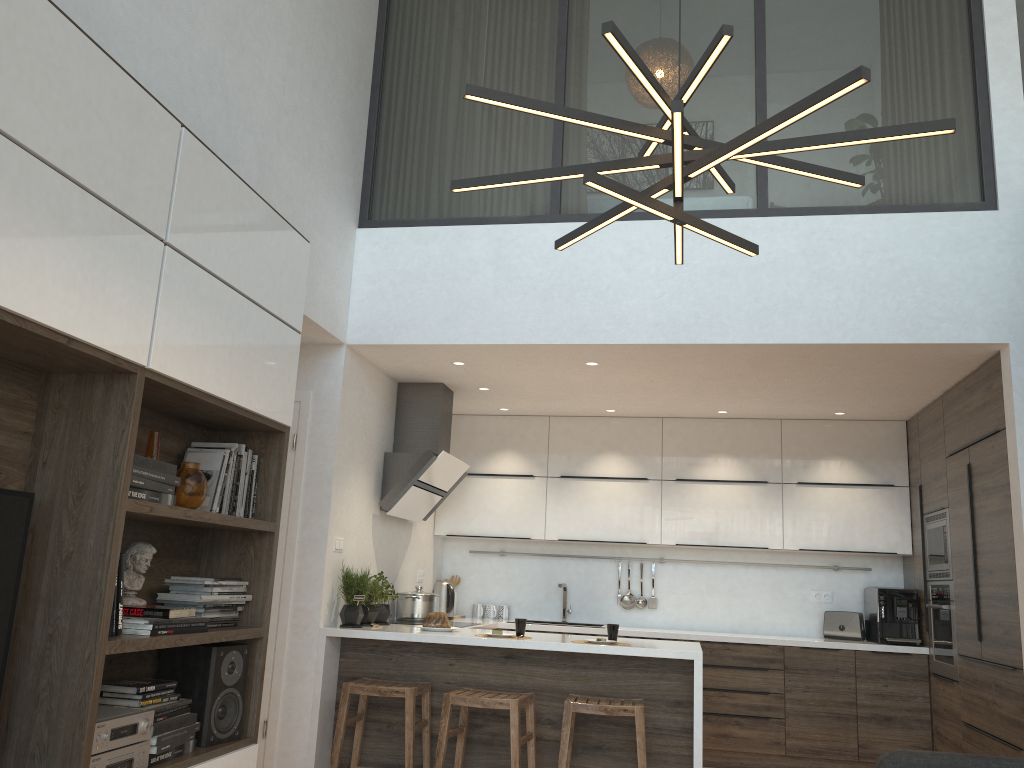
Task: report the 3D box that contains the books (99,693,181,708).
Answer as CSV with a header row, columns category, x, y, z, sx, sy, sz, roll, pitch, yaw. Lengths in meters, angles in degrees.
category,x,y,z,sx,sy,sz,roll,pitch,yaw
books,-1.217,1.027,2.897,0.161,0.023,0.213,0,-13,14

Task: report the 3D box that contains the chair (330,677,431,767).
category,x,y,z,sx,sy,sz,roll,pitch,yaw
chair,-0.653,1.829,4.501,0.450,0.600,0.350,0,-13,11

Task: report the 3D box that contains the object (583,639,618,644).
category,x,y,z,sx,sy,sz,roll,pitch,yaw
object,0.452,1.316,4.525,0.176,0.014,0.176,-1,-13,15

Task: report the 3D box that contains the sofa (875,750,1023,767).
category,x,y,z,sx,sy,sz,roll,pitch,yaw
sofa,0.956,1.035,1.477,2.108,0.995,3.169,0,-13,11

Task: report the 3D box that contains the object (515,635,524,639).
category,x,y,z,sx,sy,sz,roll,pitch,yaw
object,0.039,1.320,4.625,0.025,0.011,0.126,0,-13,15

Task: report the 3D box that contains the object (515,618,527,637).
category,x,y,z,sx,sy,sz,roll,pitch,yaw
object,0.046,1.306,4.752,0.066,0.093,0.066,14,-17,-42

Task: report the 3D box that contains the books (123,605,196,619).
category,x,y,z,sx,sy,sz,roll,pitch,yaw
books,-1.200,0.741,2.895,0.266,0.030,0.209,2,-13,5

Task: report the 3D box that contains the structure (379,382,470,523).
category,x,y,z,sx,sy,sz,roll,pitch,yaw
structure,-0.555,0.407,5.952,0.407,0.998,0.898,0,-13,11

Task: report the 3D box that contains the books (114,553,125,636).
category,x,y,z,sx,sy,sz,roll,pitch,yaw
books,-1.251,0.627,2.660,0.177,0.242,0.066,0,-13,11

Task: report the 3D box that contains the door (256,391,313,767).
category,x,y,z,sx,sy,sz,roll,pitch,yaw
door,-1.652,1.077,4.851,0.974,2.136,0.085,0,-13,11

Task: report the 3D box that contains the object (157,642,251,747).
category,x,y,z,sx,sy,sz,roll,pitch,yaw
object,-1.120,1.113,3.216,0.244,0.331,0.214,-2,-13,21

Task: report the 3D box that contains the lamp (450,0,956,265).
category,x,y,z,sx,sy,sz,roll,pitch,yaw
lamp,0.484,-2.160,2.501,1.200,3.645,0.831,-2,-13,21

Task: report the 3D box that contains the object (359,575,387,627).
category,x,y,z,sx,sy,sz,roll,pitch,yaw
object,-0.826,1.242,5.088,0.221,0.283,0.211,-3,-14,24

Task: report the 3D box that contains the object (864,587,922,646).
category,x,y,z,sx,sy,sz,roll,pitch,yaw
object,2.629,1.597,6.122,0.274,0.378,0.532,0,-13,11

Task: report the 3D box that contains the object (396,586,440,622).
category,x,y,z,sx,sy,sz,roll,pitch,yaw
object,-0.621,1.448,5.860,0.315,0.223,0.288,12,-16,-37

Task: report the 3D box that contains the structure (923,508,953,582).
category,x,y,z,sx,sy,sz,roll,pitch,yaw
structure,2.898,1.023,5.536,0.459,0.430,0.595,0,-13,11

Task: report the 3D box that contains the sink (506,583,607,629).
category,x,y,z,sx,sy,sz,roll,pitch,yaw
sink,0.355,1.728,6.505,0.706,0.518,0.512,0,-13,11

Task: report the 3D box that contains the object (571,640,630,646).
category,x,y,z,sx,sy,sz,roll,pitch,yaw
object,0.457,1.334,4.565,0.304,0.002,0.304,-9,-17,42

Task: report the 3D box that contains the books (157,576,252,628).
category,x,y,z,sx,sy,sz,roll,pitch,yaw
books,-1.138,0.794,3.235,0.224,0.176,0.374,1,-13,10

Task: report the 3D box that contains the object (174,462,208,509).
category,x,y,z,sx,sy,sz,roll,pitch,yaw
object,-1.126,0.359,3.080,0.130,0.171,0.130,13,-16,-38

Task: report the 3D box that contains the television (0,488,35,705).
category,x,y,z,sx,sy,sz,roll,pitch,yaw
television,-1.447,0.541,1.750,0.229,0.779,1.220,0,-13,11

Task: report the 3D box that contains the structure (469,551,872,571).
category,x,y,z,sx,sy,sz,roll,pitch,yaw
structure,1.138,1.339,6.732,3.000,0.045,0.050,0,-13,11

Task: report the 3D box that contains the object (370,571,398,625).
category,x,y,z,sx,sy,sz,roll,pitch,yaw
object,-0.783,1.272,5.277,0.179,0.311,0.172,-2,-14,22

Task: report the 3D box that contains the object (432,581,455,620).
category,x,y,z,sx,sy,sz,roll,pitch,yaw
object,-0.501,1.554,6.387,0.179,0.270,0.220,3,-13,-1

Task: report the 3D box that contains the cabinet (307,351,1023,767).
category,x,y,z,sx,sy,sz,roll,pitch,yaw
cabinet,0.937,1.224,5.575,3.495,2.401,2.401,0,-13,11

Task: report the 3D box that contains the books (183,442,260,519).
category,x,y,z,sx,sy,sz,roll,pitch,yaw
books,-1.130,0.364,3.359,0.201,0.287,0.332,0,-13,11

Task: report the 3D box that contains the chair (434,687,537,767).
category,x,y,z,sx,sy,sz,roll,pitch,yaw
chair,-0.120,1.805,4.275,0.450,0.600,0.350,-1,-13,16

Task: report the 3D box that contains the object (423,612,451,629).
category,x,y,z,sx,sy,sz,roll,pitch,yaw
object,-0.420,1.327,4.961,0.155,0.101,0.161,1,-13,7

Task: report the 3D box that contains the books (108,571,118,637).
category,x,y,z,sx,sy,sz,roll,pitch,yaw
books,-1.264,0.615,2.634,0.193,0.255,0.066,1,-13,10

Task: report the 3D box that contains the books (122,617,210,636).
category,x,y,z,sx,sy,sz,roll,pitch,yaw
books,-1.177,0.777,2.873,0.250,0.047,0.310,-1,-13,16

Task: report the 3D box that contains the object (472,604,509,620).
category,x,y,z,sx,sy,sz,roll,pitch,yaw
object,-0.164,1.757,6.845,0.297,0.105,0.112,0,-13,13

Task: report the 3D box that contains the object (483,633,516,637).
category,x,y,z,sx,sy,sz,roll,pitch,yaw
object,-0.066,1.320,4.661,0.176,0.014,0.176,3,-13,1

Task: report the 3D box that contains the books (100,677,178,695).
category,x,y,z,sx,sy,sz,roll,pitch,yaw
books,-1.232,0.990,2.910,0.161,0.023,0.213,0,-13,14

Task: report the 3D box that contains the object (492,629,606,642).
category,x,y,z,sx,sy,sz,roll,pitch,yaw
object,0.188,1.302,4.587,0.597,0.039,0.064,1,-13,7

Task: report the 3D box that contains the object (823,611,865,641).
category,x,y,z,sx,sy,sz,roll,pitch,yaw
object,2.359,1.716,6.303,0.260,0.195,0.177,-5,-15,31

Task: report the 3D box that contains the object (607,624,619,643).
category,x,y,z,sx,sy,sz,roll,pitch,yaw
object,0.526,1.302,4.629,0.066,0.093,0.066,6,-13,-15

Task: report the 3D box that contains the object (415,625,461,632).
category,x,y,z,sx,sy,sz,roll,pitch,yaw
object,-0.414,1.363,4.940,0.261,0.021,0.261,2,-13,6

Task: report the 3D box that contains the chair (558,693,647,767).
category,x,y,z,sx,sy,sz,roll,pitch,yaw
chair,0.438,1.827,4.245,0.450,0.600,0.350,1,-13,9

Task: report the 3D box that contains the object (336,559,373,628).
category,x,y,z,sx,sy,sz,roll,pitch,yaw
object,-0.866,1.152,4.889,0.186,0.367,0.196,0,-13,11

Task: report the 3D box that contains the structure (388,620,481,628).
category,x,y,z,sx,sy,sz,roll,pitch,yaw
structure,-0.527,1.531,5.681,0.550,0.006,0.609,0,-13,11

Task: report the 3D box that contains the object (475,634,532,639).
category,x,y,z,sx,sy,sz,roll,pitch,yaw
object,-0.046,1.337,4.693,0.305,0.002,0.305,7,-13,-19

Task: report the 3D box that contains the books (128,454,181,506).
category,x,y,z,sx,sy,sz,roll,pitch,yaw
books,-1.235,0.298,2.748,0.277,0.137,0.343,2,-13,6

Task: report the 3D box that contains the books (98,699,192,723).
category,x,y,z,sx,sy,sz,roll,pitch,yaw
books,-1.211,1.060,2.891,0.224,0.042,0.277,1,-13,7

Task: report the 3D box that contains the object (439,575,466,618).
category,x,y,z,sx,sy,sz,roll,pitch,yaw
object,-0.490,1.626,6.812,0.221,0.316,0.330,0,-13,11

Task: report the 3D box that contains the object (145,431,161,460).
category,x,y,z,sx,sy,sz,roll,pitch,yaw
object,-1.229,0.288,2.998,0.081,0.265,0.082,-5,-15,32

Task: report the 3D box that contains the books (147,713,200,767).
category,x,y,z,sx,sy,sz,roll,pitch,yaw
books,-1.195,1.142,2.874,0.248,0.123,0.307,2,-13,6

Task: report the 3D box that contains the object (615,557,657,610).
category,x,y,z,sx,sy,sz,roll,pitch,yaw
object,0.941,1.513,6.721,0.320,0.389,0.069,0,-13,12

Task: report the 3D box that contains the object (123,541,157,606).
category,x,y,z,sx,sy,sz,roll,pitch,yaw
object,-1.255,0.624,2.928,0.117,0.207,0.116,13,-16,-37

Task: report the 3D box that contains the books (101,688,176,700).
category,x,y,z,sx,sy,sz,roll,pitch,yaw
books,-1.218,1.009,2.901,0.142,0.015,0.198,1,-13,9

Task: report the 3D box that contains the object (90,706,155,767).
category,x,y,z,sx,sy,sz,roll,pitch,yaw
object,-1.236,1.043,2.563,0.270,0.174,0.285,0,-13,11

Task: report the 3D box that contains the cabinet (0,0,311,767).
category,x,y,z,sx,sy,sz,roll,pitch,yaw
cabinet,-1.435,0.165,1.569,0.338,2.494,4.036,0,-13,11

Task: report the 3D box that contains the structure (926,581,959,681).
category,x,y,z,sx,sy,sz,roll,pitch,yaw
structure,2.856,1.511,5.431,0.495,0.570,0.595,0,-13,11
